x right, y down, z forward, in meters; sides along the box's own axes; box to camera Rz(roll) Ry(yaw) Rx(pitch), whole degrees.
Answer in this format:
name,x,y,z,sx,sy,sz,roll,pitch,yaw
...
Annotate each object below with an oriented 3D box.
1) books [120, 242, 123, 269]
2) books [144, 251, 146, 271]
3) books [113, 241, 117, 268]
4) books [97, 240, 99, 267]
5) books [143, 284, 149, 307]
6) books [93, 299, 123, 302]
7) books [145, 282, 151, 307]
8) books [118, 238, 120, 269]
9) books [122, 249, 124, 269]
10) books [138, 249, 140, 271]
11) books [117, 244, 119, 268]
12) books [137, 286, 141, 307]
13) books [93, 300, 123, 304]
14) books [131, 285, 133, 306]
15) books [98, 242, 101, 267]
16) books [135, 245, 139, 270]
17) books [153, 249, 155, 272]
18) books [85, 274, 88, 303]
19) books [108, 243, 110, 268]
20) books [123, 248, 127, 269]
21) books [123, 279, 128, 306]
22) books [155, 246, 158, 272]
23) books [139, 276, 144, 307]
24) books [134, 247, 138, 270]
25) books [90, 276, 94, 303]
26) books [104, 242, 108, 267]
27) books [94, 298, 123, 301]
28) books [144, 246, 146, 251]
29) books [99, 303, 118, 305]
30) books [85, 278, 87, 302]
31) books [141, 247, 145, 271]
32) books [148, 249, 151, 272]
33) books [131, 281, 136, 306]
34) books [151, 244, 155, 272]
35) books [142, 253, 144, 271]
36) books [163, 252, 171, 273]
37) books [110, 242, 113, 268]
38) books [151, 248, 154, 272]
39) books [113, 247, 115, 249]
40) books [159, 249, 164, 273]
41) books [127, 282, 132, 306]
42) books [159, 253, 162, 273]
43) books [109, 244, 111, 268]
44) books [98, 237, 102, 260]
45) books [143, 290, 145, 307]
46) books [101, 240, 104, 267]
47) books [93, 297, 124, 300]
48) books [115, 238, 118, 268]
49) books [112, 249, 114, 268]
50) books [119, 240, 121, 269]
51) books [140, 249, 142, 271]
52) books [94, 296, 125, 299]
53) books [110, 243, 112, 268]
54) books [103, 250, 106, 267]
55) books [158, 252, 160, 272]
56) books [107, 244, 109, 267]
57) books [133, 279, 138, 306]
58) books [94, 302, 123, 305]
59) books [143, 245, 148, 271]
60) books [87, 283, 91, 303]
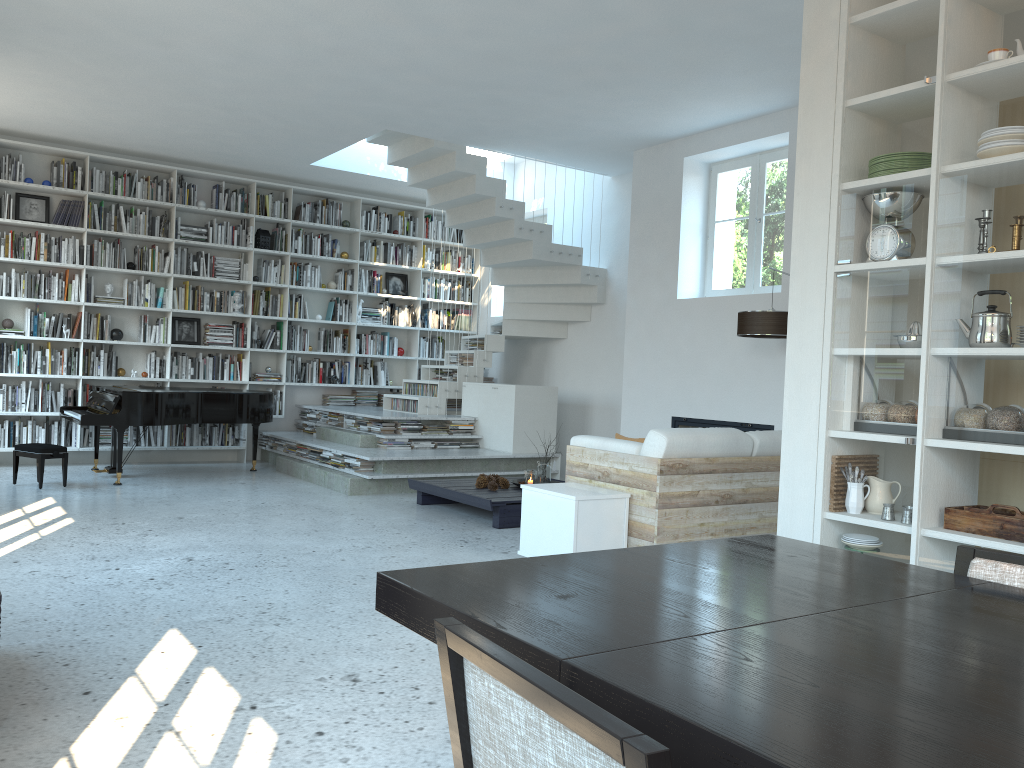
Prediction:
name,x,y,z,sx,sy,sz,roll,pitch,yaw
books,-4.061,-1.320,9.184,0.011,0.287,0.188,2,1,-34
books,-3.868,-1.279,9.311,0.006,0.216,0.181,2,1,-34
books,-4.110,-1.324,9.158,0.011,0.291,0.176,2,1,-34
books,-4.250,-1.322,9.066,0.012,0.276,0.157,2,1,-34
books,-3.865,-0.924,9.348,0.028,0.247,0.170,2,1,-34
books,-4.167,-0.855,9.153,0.254,0.012,0.161,2,1,-39
books,-3.843,-0.933,9.351,0.012,0.265,0.192,2,1,-34
books,-4.087,-1.343,9.193,0.005,0.331,0.161,2,1,-34
books,-4.061,-1.286,9.219,0.012,0.218,0.151,2,1,-34
books,-3.917,-1.293,9.289,0.005,0.240,0.173,2,1,-34
books,-4.093,-1.309,9.178,0.010,0.262,0.158,2,1,-34
books,-3.933,-0.916,9.318,0.048,0.225,0.149,2,1,-34
books,-4.169,-0.843,9.155,0.254,0.012,0.161,2,1,-38
books,-3.998,-0.920,9.287,0.024,0.227,0.137,2,1,-34
books,-4.236,-1.314,9.077,0.024,0.262,0.177,2,1,-34
books,-3.942,-1.312,9.304,0.012,0.276,0.129,2,1,-34
books,-3.802,-1.295,9.373,0.006,0.253,0.180,2,1,-34
books,-4.349,-0.968,9.052,0.011,0.298,0.135,2,1,-34
books,-4.170,-1.312,9.133,0.010,0.262,0.169,2,1,-34
books,-4.036,-1.292,9.225,0.031,0.232,0.147,2,1,-34
books,-4.031,-0.950,9.235,0.012,0.285,0.159,2,1,-34
books,-3.783,-1.309,9.384,0.022,0.285,0.190,2,1,-34
books,-3.902,-0.967,9.326,0.010,0.329,0.173,2,1,-34
books,-3.946,-1.301,9.293,0.005,0.254,0.161,2,1,-34
books,-4.299,-0.956,9.067,0.021,0.278,0.136,2,1,-34
books,-4.174,-1.312,9.100,0.009,0.263,0.189,2,1,-34
books,-4.169,-0.867,9.156,0.254,0.012,0.161,2,1,-37
books,-3.874,-1.309,9.331,0.005,0.275,0.157,2,1,-34
books,-4.172,-0.818,9.159,0.285,0.012,0.159,2,1,-36
books,-4.354,-0.948,9.028,0.024,0.257,0.134,2,1,-34
books,-3.891,-1.305,9.332,0.009,0.267,0.149,2,1,-34
books,-3.827,-1.291,9.335,0.013,0.244,0.188,2,1,-34
books,-3.969,-0.938,9.287,0.022,0.267,0.151,2,1,-34
books,-3.797,-1.320,9.378,0.006,0.304,0.165,2,1,-34
books,-3.896,-1.272,9.320,0.011,0.200,0.162,2,1,-34
books,-3.681,-1.281,9.430,0.064,0.237,0.208,2,1,-34
books,-4.139,-1.319,9.141,0.011,0.279,0.169,2,1,-34
books,-3.810,-1.301,9.375,0.004,0.265,0.141,2,1,-34
books,-4.132,-1.293,9.169,0.011,0.226,0.129,2,1,-34
books,-3.729,-1.293,9.423,0.022,0.257,0.155,2,1,-34
books,-4.003,-0.930,9.248,0.030,0.247,0.174,2,1,-34
books,-3.754,-1.273,9.418,0.024,0.216,0.142,2,1,-34
books,-4.162,-1.309,9.139,0.011,0.256,0.152,2,1,-34
books,-4.228,-1.342,9.097,0.011,0.317,0.154,2,1,-34
books,-3.899,-0.897,9.349,0.025,0.189,0.140,2,1,-34
books,-4.208,-1.324,9.085,0.010,0.283,0.183,2,1,-34
books,-4.170,-0.879,9.158,0.285,0.012,0.159,2,1,-32
books,-4.101,-1.339,9.179,0.004,0.321,0.153,2,1,-34
books,-4.128,-1.284,9.142,0.011,0.209,0.181,2,1,-34
books,-4.082,-1.331,9.195,0.005,0.305,0.162,2,1,-34
books,-3.897,-1.290,9.292,0.005,0.236,0.178,2,1,-34
books,-4.166,-0.891,9.154,0.285,0.012,0.159,2,1,-38
books,-4.144,-1.310,9.131,0.009,0.261,0.180,2,1,-34
books,-4.204,-1.276,9.111,0.029,0.187,0.149,2,1,-34
books,-3.768,-1.281,9.408,0.011,0.229,0.165,2,1,-34
books,-4.166,-1.306,9.107,0.012,0.251,0.184,2,1,-34
books,-3.948,-0.947,9.287,0.012,0.286,0.167,2,1,-34
books,-4.174,-0.831,9.163,0.254,0.012,0.161,2,1,-34
books,-3.864,-1.315,9.350,0.033,0.287,0.155,2,1,-34
books,-4.327,-0.923,9.057,0.034,0.210,0.136,2,1,-34
